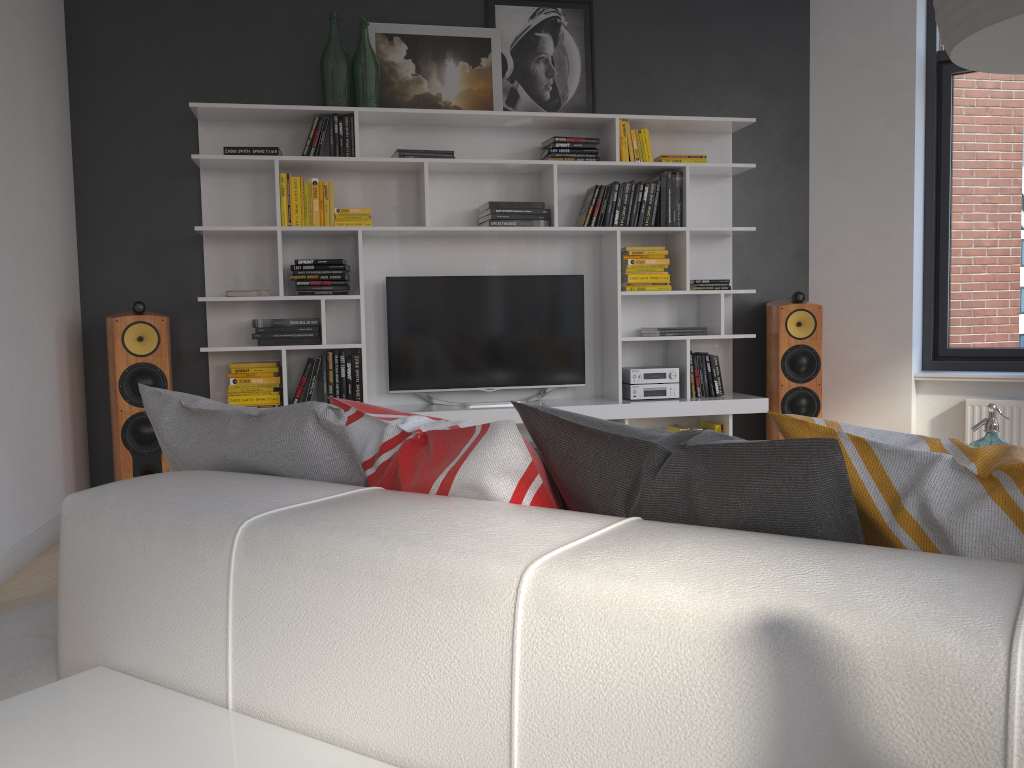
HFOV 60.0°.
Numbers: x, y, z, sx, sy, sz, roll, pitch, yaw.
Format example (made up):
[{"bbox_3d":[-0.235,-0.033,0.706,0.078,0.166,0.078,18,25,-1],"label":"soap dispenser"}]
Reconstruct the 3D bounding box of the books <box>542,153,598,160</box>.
[{"bbox_3d":[0.319,-1.246,4.898,0.264,0.020,0.189,-2,4,-13],"label":"books"}]

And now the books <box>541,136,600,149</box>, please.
[{"bbox_3d":[0.320,-1.326,4.898,0.266,0.030,0.209,-2,4,-18],"label":"books"}]

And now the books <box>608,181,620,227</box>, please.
[{"bbox_3d":[0.536,-0.988,4.943,0.075,0.254,0.192,-2,4,-12],"label":"books"}]

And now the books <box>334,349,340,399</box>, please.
[{"bbox_3d":[-0.932,-0.024,4.724,0.026,0.326,0.237,-2,4,-11],"label":"books"}]

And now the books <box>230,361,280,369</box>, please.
[{"bbox_3d":[-1.351,-0.101,4.673,0.234,0.024,0.171,-2,4,-7],"label":"books"}]

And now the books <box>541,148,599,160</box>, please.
[{"bbox_3d":[0.317,-1.273,4.917,0.284,0.030,0.214,-2,4,-8],"label":"books"}]

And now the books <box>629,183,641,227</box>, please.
[{"bbox_3d":[0.660,-0.983,4.939,0.069,0.242,0.172,-2,4,-11],"label":"books"}]

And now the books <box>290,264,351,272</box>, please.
[{"bbox_3d":[-1.006,-0.609,4.681,0.284,0.030,0.214,-1,4,-3],"label":"books"}]

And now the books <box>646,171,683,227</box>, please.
[{"bbox_3d":[0.862,-1.029,5.032,0.128,0.321,0.259,-2,4,-11],"label":"books"}]

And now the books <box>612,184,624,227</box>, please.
[{"bbox_3d":[0.564,-0.982,4.943,0.068,0.243,0.179,-2,4,-13],"label":"books"}]

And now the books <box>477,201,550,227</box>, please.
[{"bbox_3d":[0.007,-0.914,4.869,0.343,0.137,0.277,-2,4,-16],"label":"books"}]

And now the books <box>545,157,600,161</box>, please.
[{"bbox_3d":[0.321,-1.221,4.897,0.284,0.030,0.214,-2,4,-8],"label":"books"}]

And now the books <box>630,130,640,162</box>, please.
[{"bbox_3d":[0.661,-1.302,4.905,0.054,0.180,0.132,-2,4,-11],"label":"books"}]

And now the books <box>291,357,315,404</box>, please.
[{"bbox_3d":[-1.111,0.002,4.696,0.142,0.284,0.232,-2,4,-12],"label":"books"}]

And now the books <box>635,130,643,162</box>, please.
[{"bbox_3d":[0.683,-1.302,4.902,0.044,0.178,0.128,-2,4,-12],"label":"books"}]

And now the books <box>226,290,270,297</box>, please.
[{"bbox_3d":[-1.368,-0.463,4.586,0.209,0.030,0.266,-2,4,-18],"label":"books"}]

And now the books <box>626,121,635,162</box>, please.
[{"bbox_3d":[0.626,-1.325,4.918,0.054,0.224,0.164,-2,4,-12],"label":"books"}]

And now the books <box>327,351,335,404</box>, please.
[{"bbox_3d":[-0.963,-0.017,4.714,0.034,0.314,0.237,-2,4,-11],"label":"books"}]

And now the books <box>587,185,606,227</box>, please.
[{"bbox_3d":[0.450,-0.974,4.926,0.096,0.234,0.187,-2,4,-11],"label":"books"}]

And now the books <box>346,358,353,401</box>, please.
[{"bbox_3d":[-0.868,-0.001,4.731,0.028,0.272,0.200,-2,4,-11],"label":"books"}]

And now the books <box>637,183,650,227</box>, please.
[{"bbox_3d":[0.705,-0.988,4.962,0.071,0.243,0.179,-2,4,-13],"label":"books"}]

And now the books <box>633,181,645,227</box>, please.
[{"bbox_3d":[0.677,-0.993,4.969,0.075,0.254,0.192,-2,4,-12],"label":"books"}]

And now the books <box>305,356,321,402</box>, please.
[{"bbox_3d":[-1.057,-0.002,4.689,0.100,0.289,0.210,-2,4,-12],"label":"books"}]

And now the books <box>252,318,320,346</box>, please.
[{"bbox_3d":[-1.185,-0.274,4.669,0.343,0.137,0.277,-2,4,-11],"label":"books"}]

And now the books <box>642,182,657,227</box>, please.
[{"bbox_3d":[0.740,-0.993,4.980,0.084,0.249,0.191,-2,4,-11],"label":"books"}]

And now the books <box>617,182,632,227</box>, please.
[{"bbox_3d":[0.600,-0.988,4.954,0.084,0.249,0.191,-2,4,-11],"label":"books"}]

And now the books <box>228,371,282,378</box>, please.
[{"bbox_3d":[-1.345,-0.051,4.657,0.238,0.023,0.167,-1,4,4],"label":"books"}]

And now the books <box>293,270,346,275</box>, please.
[{"bbox_3d":[-1.007,-0.582,4.663,0.264,0.020,0.189,-2,4,-8],"label":"books"}]

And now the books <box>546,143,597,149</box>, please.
[{"bbox_3d":[0.325,-1.299,4.889,0.246,0.026,0.180,-2,4,-9],"label":"books"}]

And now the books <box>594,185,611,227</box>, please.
[{"bbox_3d":[0.483,-0.975,4.919,0.081,0.233,0.169,-2,4,-12],"label":"books"}]

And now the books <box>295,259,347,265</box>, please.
[{"bbox_3d":[-1.000,-0.635,4.652,0.246,0.026,0.180,-1,4,-4],"label":"books"}]

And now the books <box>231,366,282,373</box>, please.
[{"bbox_3d":[-1.336,-0.075,4.653,0.234,0.024,0.171,-2,4,-7],"label":"books"}]

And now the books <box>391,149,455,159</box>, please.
[{"bbox_3d":[-0.481,-1.201,4.729,0.310,0.047,0.250,-2,4,-16],"label":"books"}]

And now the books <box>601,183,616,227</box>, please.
[{"bbox_3d":[0.519,-0.978,4.913,0.069,0.242,0.172,-2,4,-11],"label":"books"}]

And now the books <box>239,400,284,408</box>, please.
[{"bbox_3d":[-1.344,0.110,4.651,0.269,0.025,0.213,-2,4,-8],"label":"books"}]

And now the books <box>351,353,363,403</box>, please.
[{"bbox_3d":[-0.829,-0.013,4.740,0.051,0.297,0.230,-2,4,-11],"label":"books"}]

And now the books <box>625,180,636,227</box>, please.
[{"bbox_3d":[0.633,-0.994,4.962,0.066,0.260,0.197,-2,4,-11],"label":"books"}]

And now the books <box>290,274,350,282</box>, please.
[{"bbox_3d":[-1.004,-0.557,4.661,0.284,0.030,0.214,-1,4,-3],"label":"books"}]

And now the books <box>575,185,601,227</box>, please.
[{"bbox_3d":[0.417,-0.974,4.915,0.104,0.234,0.182,-2,4,-11],"label":"books"}]

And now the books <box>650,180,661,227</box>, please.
[{"bbox_3d":[0.773,-0.999,4.988,0.066,0.260,0.197,-2,4,-11],"label":"books"}]

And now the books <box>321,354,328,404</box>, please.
[{"bbox_3d":[-0.993,-0.008,4.703,0.028,0.301,0.213,-2,4,-11],"label":"books"}]

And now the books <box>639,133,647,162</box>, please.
[{"bbox_3d":[0.703,-1.293,4.895,0.046,0.161,0.108,-2,4,-13],"label":"books"}]

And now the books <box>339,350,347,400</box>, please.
[{"bbox_3d":[-0.902,-0.019,4.730,0.034,0.315,0.239,-2,4,-11],"label":"books"}]
